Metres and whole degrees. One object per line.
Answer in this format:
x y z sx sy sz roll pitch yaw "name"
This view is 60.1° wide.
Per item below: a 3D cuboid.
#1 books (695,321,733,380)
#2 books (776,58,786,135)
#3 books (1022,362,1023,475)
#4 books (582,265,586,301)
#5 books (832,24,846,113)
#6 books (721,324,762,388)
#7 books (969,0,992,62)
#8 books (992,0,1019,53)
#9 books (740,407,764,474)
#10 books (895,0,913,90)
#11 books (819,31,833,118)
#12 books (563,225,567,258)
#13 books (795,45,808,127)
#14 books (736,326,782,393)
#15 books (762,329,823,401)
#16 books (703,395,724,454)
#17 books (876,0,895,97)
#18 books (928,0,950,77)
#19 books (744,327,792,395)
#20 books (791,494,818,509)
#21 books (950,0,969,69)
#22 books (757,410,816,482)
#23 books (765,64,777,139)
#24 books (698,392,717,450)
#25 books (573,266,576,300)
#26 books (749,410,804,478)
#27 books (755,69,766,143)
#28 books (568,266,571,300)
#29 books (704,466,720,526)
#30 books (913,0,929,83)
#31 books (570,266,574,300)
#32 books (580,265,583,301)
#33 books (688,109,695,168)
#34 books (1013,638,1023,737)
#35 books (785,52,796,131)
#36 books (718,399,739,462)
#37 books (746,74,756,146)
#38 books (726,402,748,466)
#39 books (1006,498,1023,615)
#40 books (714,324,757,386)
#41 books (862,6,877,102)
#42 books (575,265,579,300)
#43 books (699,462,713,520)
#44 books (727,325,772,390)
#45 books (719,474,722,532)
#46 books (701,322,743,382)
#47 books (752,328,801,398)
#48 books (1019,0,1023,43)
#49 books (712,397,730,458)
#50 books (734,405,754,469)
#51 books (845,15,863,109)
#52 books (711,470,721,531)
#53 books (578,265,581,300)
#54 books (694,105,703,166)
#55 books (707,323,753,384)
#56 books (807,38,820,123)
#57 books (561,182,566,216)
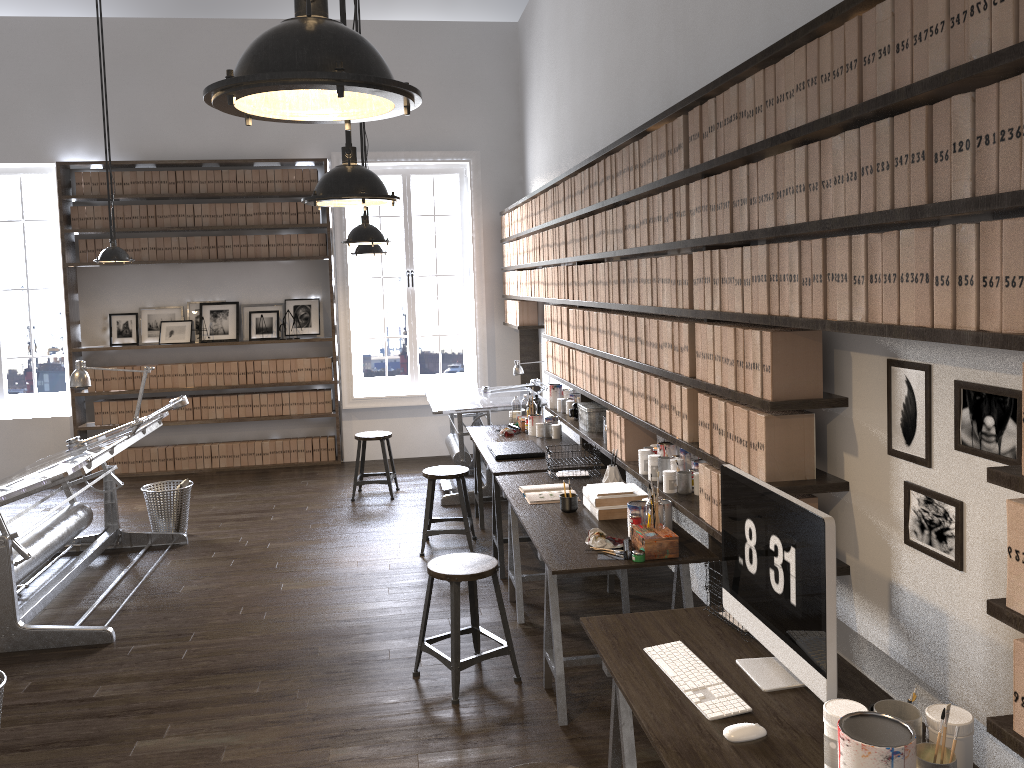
0.814 -0.130 3.470 0.174 0.225 0.067 -3 4 -8 "books"
0.895 -0.866 2.682 0.174 0.225 0.067 -3 4 -8 "books"
1.075 0.069 1.691 0.174 0.225 0.067 -3 4 -8 "books"
0.517 -0.611 5.353 0.174 0.225 0.067 -3 4 -8 "books"
0.944 -0.828 2.343 0.174 0.225 0.067 -3 4 -8 "books"
0.851 -0.099 3.198 0.174 0.225 0.067 -3 4 -8 "books"
1.022 -0.766 1.790 0.174 0.225 0.067 -3 4 -8 "books"
1.031 -0.758 1.718 0.174 0.225 0.067 -3 4 -8 "books"
0.881 0.193 3.046 0.174 0.225 0.067 -3 4 -8 "books"
0.986 -0.796 2.055 0.174 0.225 0.067 -3 4 -8 "books"
0.932 -0.835 2.407 0.174 0.225 0.067 -3 4 -8 "books"
0.430 -0.944 5.875 0.174 0.225 0.067 -3 4 -8 "books"
0.908 -0.850 2.540 0.174 0.225 0.067 -3 4 -8 "books"
0.872 -0.085 3.065 0.174 0.225 0.067 -3 4 -8 "books"
0.904 -0.061 2.855 0.174 0.225 0.067 -3 4 -8 "books"
0.830 0.154 3.397 0.174 0.225 0.067 -3 4 -8 "books"
0.972 -0.804 2.124 0.174 0.225 0.067 -3 4 -8 "books"
1.001 -0.781 1.918 0.174 0.225 0.067 -3 4 -8 "books"
0.883 -0.077 2.995 0.174 0.225 0.067 -3 4 -8 "books"
0.916 0.483 2.929 0.174 0.225 0.067 -3 4 -8 "books"
1.015 -0.774 1.852 0.174 0.225 0.067 -3 4 -8 "books"
0.903 0.207 2.918 0.174 0.225 0.067 -3 4 -8 "books"
0.883 -0.874 2.750 0.174 0.225 0.067 -3 4 -8 "books"
0.825 0.146 3.471 0.174 0.225 0.067 -3 4 -8 "books"
0.483 -0.642 5.631 0.174 0.225 0.067 -3 4 -8 "books"
0.895 0.200 2.981 0.174 0.225 0.067 -3 4 -8 "books"
0.869 -0.881 2.819 0.174 0.225 0.067 -3 4 -8 "books"
0.461 -0.658 5.778 0.174 0.225 0.067 -3 4 -8 "books"
0.838 0.430 3.415 0.174 0.225 0.067 -3 4 -8 "books"
0.997 -0.788 1.985 0.174 0.225 0.067 -3 4 -8 "books"
0.466 -0.650 5.704 0.174 0.225 0.067 -3 4 -8 "books"
0.513 -0.619 5.421 0.174 0.225 0.067 -3 4 -8 "books"
0.782 -0.951 3.444 0.174 0.225 0.067 -3 4 -8 "books"
1.090 0.615 1.748 0.174 0.225 0.067 -3 4 -8 "books"
0.901 -0.858 2.612 0.174 0.225 0.067 -3 4 -8 "books"
0.852 0.170 3.253 0.174 0.225 0.067 -3 4 -8 "books"
0.860 -0.889 2.891 0.174 0.225 0.067 -3 4 -8 "books"
0.867 0.178 3.183 0.174 0.225 0.067 -3 4 -8 "books"
1.074 0.338 1.745 0.174 0.225 0.067 -3 4 -8 "books"
0.841 -0.106 3.260 0.174 0.225 0.067 -3 4 -8 "books"
0.966 -0.812 2.195 0.174 0.225 0.067 -3 4 -8 "books"
0.488 -0.634 5.560 0.174 0.225 0.067 -3 4 -8 "books"
0.831 0.421 3.487 0.174 0.225 0.067 -3 4 -8 "books"
0.857 -0.092 3.131 0.174 0.225 0.067 -3 4 -8 "books"
0.862 0.444 3.281 0.174 0.225 0.067 -3 4 -8 "books"
0.822 -0.122 3.401 0.174 0.225 0.067 -3 4 -8 "books"
0.889 -0.069 2.925 0.174 0.225 0.067 -3 4 -8 "books"
1.045 -0.751 1.649 0.174 0.225 0.067 -3 4 -8 "books"
0.846 0.162 3.324 0.174 0.225 0.067 -3 4 -8 "books"
0.877 0.185 3.113 0.174 0.225 0.067 -3 4 -8 "books"
0.950 -0.820 2.269 0.174 0.225 0.067 -3 4 -8 "books"
0.848 0.438 3.343 0.174 0.225 0.067 -3 4 -8 "books"
0.503 -0.626 5.491 0.174 0.225 0.067 -3 4 -8 "books"
0.787 -0.943 3.370 0.174 0.225 0.067 -3 4 -8 "books"
0.828 -0.114 3.331 0.174 0.225 0.067 -3 4 -8 "books"
0.919 -0.842 2.469 0.174 0.225 0.067 -3 4 -8 "books"
0.420 -1.219 5.850 0.174 0.225 0.067 -3 4 -8 "books"
